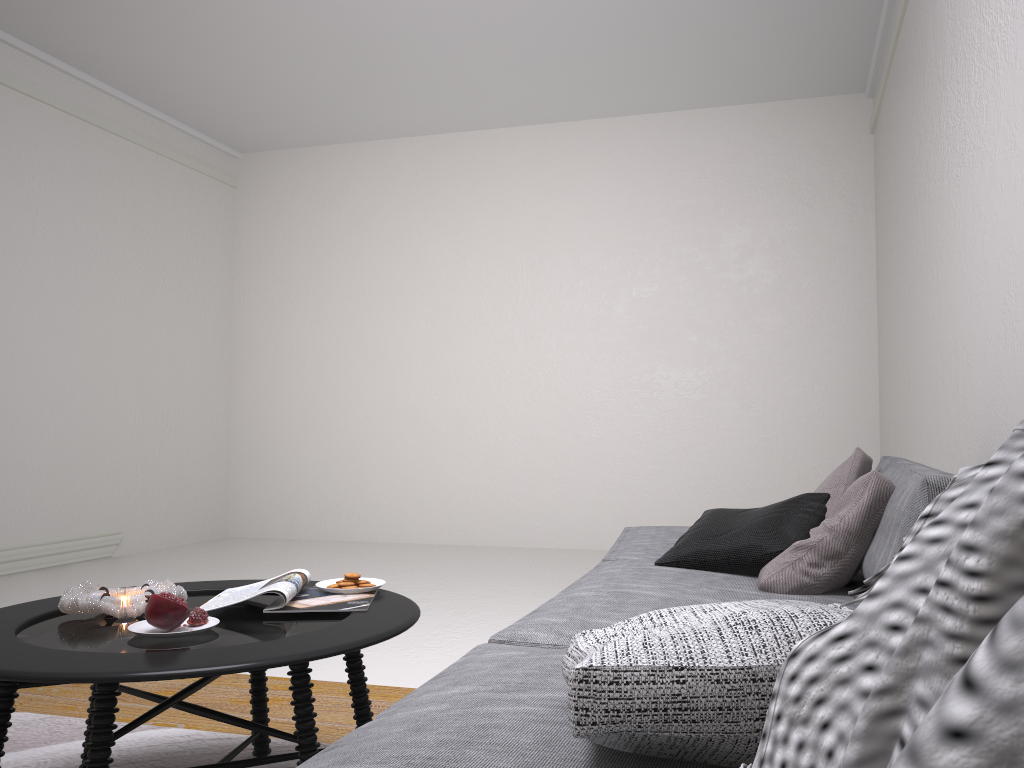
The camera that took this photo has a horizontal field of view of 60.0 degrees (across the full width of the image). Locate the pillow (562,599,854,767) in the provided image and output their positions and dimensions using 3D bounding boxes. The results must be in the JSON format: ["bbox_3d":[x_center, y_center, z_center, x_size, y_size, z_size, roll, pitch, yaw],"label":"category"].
[{"bbox_3d":[0.261,0.352,1.067,0.405,0.194,0.405,0,-3,3],"label":"pillow"}]

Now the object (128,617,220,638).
[{"bbox_3d":[-0.666,0.481,1.748,0.170,0.015,0.165,2,-4,-28],"label":"object"}]

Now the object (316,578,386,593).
[{"bbox_3d":[-0.393,0.493,2.161,0.168,0.015,0.167,0,-3,-1],"label":"object"}]

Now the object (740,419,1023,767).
[{"bbox_3d":[0.144,0.438,0.333,0.627,0.866,0.873,1,-4,-17],"label":"object"}]

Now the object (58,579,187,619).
[{"bbox_3d":[-0.846,0.469,1.935,0.249,0.062,0.258,-1,-4,24],"label":"object"}]

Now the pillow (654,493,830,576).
[{"bbox_3d":[0.661,0.444,2.505,0.413,0.268,0.409,-2,-4,37],"label":"pillow"}]

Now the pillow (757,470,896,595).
[{"bbox_3d":[0.806,0.374,2.272,0.334,0.318,0.427,-1,-3,17],"label":"pillow"}]

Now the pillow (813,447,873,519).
[{"bbox_3d":[0.925,0.417,2.694,0.345,0.448,0.488,-2,-4,38],"label":"pillow"}]

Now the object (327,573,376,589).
[{"bbox_3d":[-0.391,0.480,2.163,0.122,0.036,0.117,1,-4,-22],"label":"object"}]

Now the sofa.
[{"bbox_3d":[0.448,0.544,1.581,1.091,0.772,3.090,-1,-4,17],"label":"sofa"}]

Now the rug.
[{"bbox_3d":[-1.124,0.846,0.579,1.930,0.008,3.747,-1,-4,17],"label":"rug"}]

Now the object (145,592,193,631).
[{"bbox_3d":[-0.674,0.446,1.741,0.090,0.082,0.108,3,-4,-38],"label":"object"}]

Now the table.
[{"bbox_3d":[-0.670,0.711,1.858,0.935,0.449,0.952,-1,-3,14],"label":"table"}]

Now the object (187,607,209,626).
[{"bbox_3d":[-0.637,0.471,1.798,0.035,0.036,0.044,-2,-4,26],"label":"object"}]

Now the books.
[{"bbox_3d":[-0.508,0.474,2.045,0.374,0.048,0.304,0,-3,-5],"label":"books"}]
